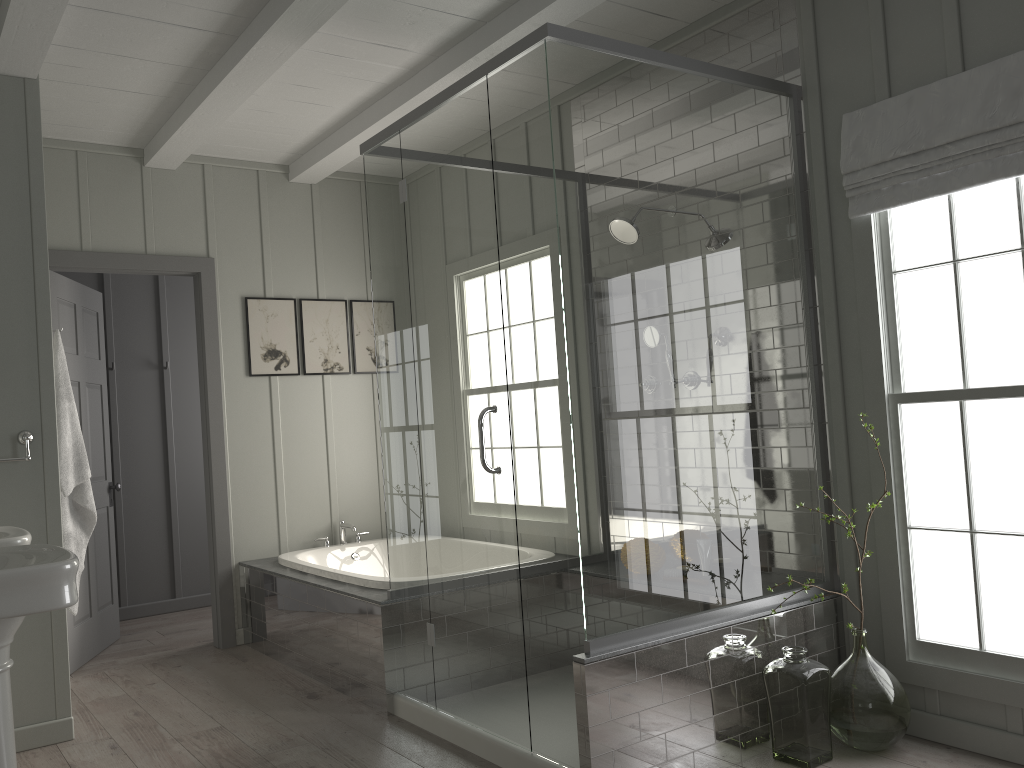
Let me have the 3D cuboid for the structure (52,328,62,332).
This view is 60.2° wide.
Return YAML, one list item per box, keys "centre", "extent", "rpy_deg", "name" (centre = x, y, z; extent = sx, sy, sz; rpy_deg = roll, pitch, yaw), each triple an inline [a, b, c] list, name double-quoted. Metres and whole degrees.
- centre: [-1.956, -0.226, 3.762]
  extent: [0.077, 0.056, 0.058]
  rpy_deg: [-2, -3, -35]
  name: "structure"

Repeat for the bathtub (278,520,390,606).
- centre: [-0.559, 1.006, 4.679]
  extent: [1.015, 0.490, 1.611]
  rpy_deg: [-2, -3, -35]
  name: "bathtub"

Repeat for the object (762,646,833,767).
- centre: [0.937, 1.047, 2.889]
  extent: [0.157, 0.361, 0.168]
  rpy_deg: [-2, -2, -37]
  name: "object"

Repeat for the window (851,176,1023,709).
- centre: [1.601, 0.022, 2.709]
  extent: [0.087, 1.949, 1.089]
  rpy_deg: [-3, -2, -36]
  name: "window"

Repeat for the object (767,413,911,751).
- centre: [1.061, 0.659, 2.910]
  extent: [0.499, 1.116, 0.285]
  rpy_deg: [-2, -2, -36]
  name: "object"

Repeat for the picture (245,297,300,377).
- centre: [-1.404, -0.277, 5.193]
  extent: [0.303, 0.461, 0.012]
  rpy_deg: [-2, -2, -34]
  name: "picture"

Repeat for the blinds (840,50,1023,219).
- centre: [1.483, -0.809, 2.698]
  extent: [0.070, 0.380, 1.064]
  rpy_deg: [-2, -3, -36]
  name: "blinds"

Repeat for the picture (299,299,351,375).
- centre: [-1.134, -0.286, 5.377]
  extent: [0.303, 0.461, 0.012]
  rpy_deg: [-2, -2, -34]
  name: "picture"

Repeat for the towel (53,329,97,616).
- centre: [-1.875, 0.369, 3.782]
  extent: [0.156, 1.204, 0.328]
  rpy_deg: [-3, -2, -30]
  name: "towel"

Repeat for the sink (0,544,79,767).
- centre: [-1.376, 0.839, 2.190]
  extent: [0.549, 1.013, 0.588]
  rpy_deg: [-2, -2, -35]
  name: "sink"

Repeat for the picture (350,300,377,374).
- centre: [-0.864, -0.296, 5.562]
  extent: [0.303, 0.461, 0.012]
  rpy_deg: [-2, -2, -34]
  name: "picture"

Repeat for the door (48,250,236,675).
- centre: [-0.418, 0.177, 1.940]
  extent: [4.124, 2.195, 8.032]
  rpy_deg: [-2, -3, -35]
  name: "door"

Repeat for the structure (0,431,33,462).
- centre: [-2.141, 0.254, 3.354]
  extent: [0.583, 0.123, 0.056]
  rpy_deg: [-2, -2, -34]
  name: "structure"

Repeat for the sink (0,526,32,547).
- centre: [-1.864, 0.898, 2.870]
  extent: [0.549, 1.013, 0.588]
  rpy_deg: [-2, -2, -35]
  name: "sink"

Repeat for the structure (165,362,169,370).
- centre: [-2.412, -0.125, 6.148]
  extent: [0.019, 0.051, 0.140]
  rpy_deg: [-2, -3, -36]
  name: "structure"

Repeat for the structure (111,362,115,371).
- centre: [-2.694, -0.115, 5.946]
  extent: [0.019, 0.051, 0.140]
  rpy_deg: [-2, -3, -36]
  name: "structure"
